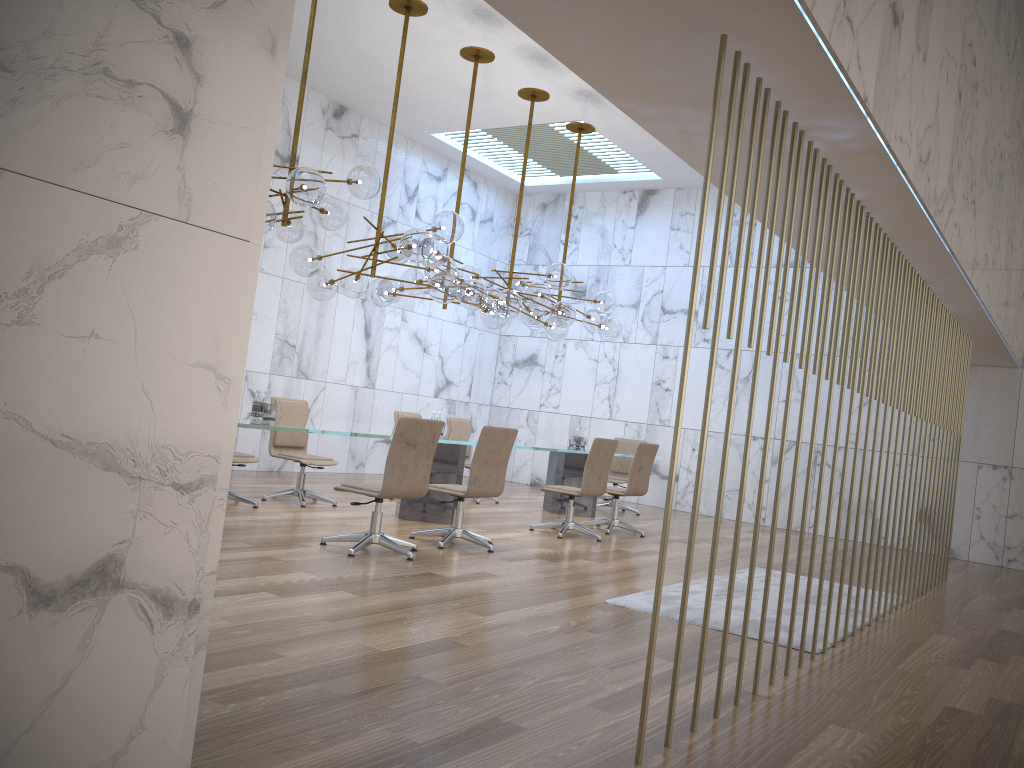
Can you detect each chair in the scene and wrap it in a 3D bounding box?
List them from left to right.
[{"bbox_3d":[-2.607,0.564,7.920,0.697,1.000,0.726,6,-3,33],"label":"chair"},{"bbox_3d":[-2.066,0.664,8.741,0.697,1.000,0.726,6,-3,33],"label":"chair"},{"bbox_3d":[-0.921,0.718,6.427,0.697,1.000,0.726,6,-3,34],"label":"chair"},{"bbox_3d":[-1.056,0.851,10.275,0.697,1.000,0.726,6,-3,33],"label":"chair"},{"bbox_3d":[-0.374,0.819,7.257,0.697,1.000,0.726,6,-3,34],"label":"chair"},{"bbox_3d":[-0.509,0.952,11.107,0.697,1.000,0.726,6,-3,33],"label":"chair"},{"bbox_3d":[0.638,1.006,8.795,0.697,1.000,0.726,6,-3,34],"label":"chair"},{"bbox_3d":[1.431,1.232,12.035,0.726,1.000,0.697,6,-3,34],"label":"chair"},{"bbox_3d":[1.181,1.107,9.620,0.697,1.000,0.726,6,-3,34],"label":"chair"}]

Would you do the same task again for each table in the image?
[{"bbox_3d":[-0.797,0.898,8.662,2.092,0.835,7.924,6,-3,34],"label":"table"}]

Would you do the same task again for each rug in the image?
[{"bbox_3d":[1.941,1.569,6.481,1.320,0.034,3.025,6,-3,33],"label":"rug"}]

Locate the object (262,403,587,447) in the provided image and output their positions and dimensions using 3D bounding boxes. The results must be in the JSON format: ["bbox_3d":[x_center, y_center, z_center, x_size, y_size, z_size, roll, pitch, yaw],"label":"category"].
[{"bbox_3d":[-0.540,0.460,8.917,0.183,0.117,5.112,6,-3,34],"label":"object"}]

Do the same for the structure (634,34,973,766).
[{"bbox_3d":[2.536,0.399,5.951,0.023,2.456,7.223,6,-3,34],"label":"structure"}]

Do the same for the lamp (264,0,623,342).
[{"bbox_3d":[-0.513,-1.902,8.672,1.557,2.716,5.672,6,-3,34],"label":"lamp"}]

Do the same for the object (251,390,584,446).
[{"bbox_3d":[-0.568,0.410,8.957,0.124,0.213,5.189,6,-3,34],"label":"object"}]
